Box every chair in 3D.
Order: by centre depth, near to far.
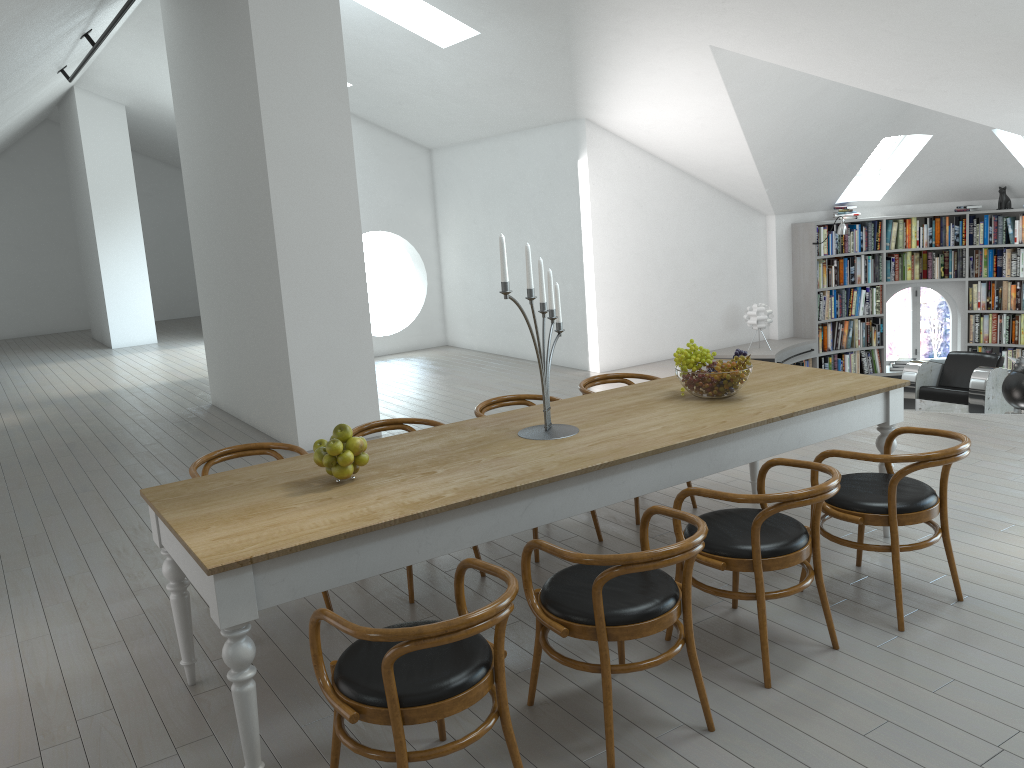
[{"bbox_3d":[-0.250,0.916,2.583,0.529,0.731,0.623,-11,12,-35],"label":"chair"},{"bbox_3d":[0.362,0.799,2.955,0.528,0.731,0.623,-10,11,-28],"label":"chair"},{"bbox_3d":[0.940,0.673,3.387,0.529,0.731,0.623,-11,12,-35],"label":"chair"},{"bbox_3d":[1.580,0.562,3.718,0.528,0.731,0.623,-10,12,-32],"label":"chair"},{"bbox_3d":[-1.149,0.692,4.063,0.528,0.731,0.623,-10,11,-29],"label":"chair"},{"bbox_3d":[-0.506,0.583,4.385,0.529,0.731,0.623,-12,12,-36],"label":"chair"},{"bbox_3d":[0.113,0.466,4.754,0.528,0.731,0.623,-10,12,-32],"label":"chair"},{"bbox_3d":[0.700,0.343,5.170,0.528,0.731,0.623,-10,11,-28],"label":"chair"},{"bbox_3d":[4.454,0.076,8.813,0.743,0.716,0.825,-12,13,-37],"label":"chair"}]

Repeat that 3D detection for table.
[{"bbox_3d":[0.282,0.584,3.907,3.357,0.795,1.021,-11,12,-32],"label":"table"}]

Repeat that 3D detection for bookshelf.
[{"bbox_3d":[5.429,-0.886,9.415,2.113,1.871,4.344,-11,12,-31],"label":"bookshelf"}]

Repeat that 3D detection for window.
[{"bbox_3d":[5.304,-2.621,9.128,1.937,0.710,4.066,-11,13,-31],"label":"window"},{"bbox_3d":[5.895,-0.675,10.362,3.235,1.145,0.619,6,14,43],"label":"window"}]

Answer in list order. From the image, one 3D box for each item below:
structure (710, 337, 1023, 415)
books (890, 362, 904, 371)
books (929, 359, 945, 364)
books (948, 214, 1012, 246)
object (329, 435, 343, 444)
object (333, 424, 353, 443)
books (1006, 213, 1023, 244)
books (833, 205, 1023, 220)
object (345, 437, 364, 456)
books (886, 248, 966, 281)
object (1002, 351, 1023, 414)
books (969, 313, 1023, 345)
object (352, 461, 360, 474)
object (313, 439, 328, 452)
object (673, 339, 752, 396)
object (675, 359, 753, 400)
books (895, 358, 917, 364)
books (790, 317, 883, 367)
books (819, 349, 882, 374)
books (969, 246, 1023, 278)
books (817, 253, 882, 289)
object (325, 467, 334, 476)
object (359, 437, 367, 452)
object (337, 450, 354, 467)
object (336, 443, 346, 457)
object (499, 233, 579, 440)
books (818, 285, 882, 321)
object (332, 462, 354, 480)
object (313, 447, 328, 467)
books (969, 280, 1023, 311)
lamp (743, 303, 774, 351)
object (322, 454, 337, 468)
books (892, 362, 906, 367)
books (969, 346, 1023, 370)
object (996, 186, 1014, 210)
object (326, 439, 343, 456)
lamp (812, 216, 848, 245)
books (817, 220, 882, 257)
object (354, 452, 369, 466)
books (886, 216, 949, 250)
[{"bbox_3d":[4.328,0.090,8.816,4.708,0.690,4.734,-2,11,13],"label":"structure"},{"bbox_3d":[4.884,-0.219,10.990,0.365,0.042,0.390,1,12,24],"label":"books"},{"bbox_3d":[5.209,-0.231,10.797,0.292,0.099,0.319,-10,13,-30],"label":"books"},{"bbox_3d":[5.454,-1.803,10.378,0.683,0.344,0.266,3,12,34],"label":"books"},{"bbox_3d":[-0.660,0.217,3.332,0.053,0.057,0.058,-7,11,-17],"label":"object"},{"bbox_3d":[-0.628,0.183,3.286,0.072,0.074,0.072,-10,12,-31],"label":"object"},{"bbox_3d":[6.135,-1.702,9.550,0.394,0.365,1.571,-9,12,-26],"label":"books"},{"bbox_3d":[5.189,-2.060,10.177,2.815,0.173,0.751,2,12,28],"label":"books"},{"bbox_3d":[-0.579,0.230,3.274,0.066,0.071,0.073,1,11,27],"label":"object"},{"bbox_3d":[5.541,-1.382,10.194,2.531,0.369,0.593,5,14,38],"label":"books"},{"bbox_3d":[4.015,0.020,6.936,0.320,0.560,0.322,2,11,30],"label":"object"},{"bbox_3d":[5.852,-0.649,10.279,1.033,0.356,0.294,6,14,42],"label":"books"},{"bbox_3d":[-0.598,0.315,3.334,0.051,0.050,0.050,-10,12,-28],"label":"object"},{"bbox_3d":[-0.714,0.238,3.327,0.063,0.063,0.062,0,11,20],"label":"object"},{"bbox_3d":[0.951,-0.075,4.223,0.394,0.283,0.294,0,11,22],"label":"object"},{"bbox_3d":[0.957,-0.008,4.204,0.360,0.159,0.361,4,14,37],"label":"object"},{"bbox_3d":[4.880,-0.283,10.979,0.213,0.036,0.227,3,13,34],"label":"books"},{"bbox_3d":[3.768,-0.405,10.664,1.643,0.692,0.392,-8,11,-22],"label":"books"},{"bbox_3d":[4.078,-0.264,10.826,0.919,0.318,0.284,-7,10,-14],"label":"books"},{"bbox_3d":[5.814,-1.408,10.193,1.029,0.357,0.301,6,14,43],"label":"books"},{"bbox_3d":[3.962,-1.360,10.642,1.089,0.346,0.304,-7,11,-16],"label":"books"},{"bbox_3d":[-0.669,0.313,3.330,0.064,0.063,0.064,-8,11,-21],"label":"object"},{"bbox_3d":[-0.583,0.233,3.348,0.072,0.063,0.071,-12,13,-38],"label":"object"},{"bbox_3d":[-0.607,0.271,3.228,0.062,0.059,0.062,-10,12,-27],"label":"object"},{"bbox_3d":[-0.641,0.254,3.368,0.071,0.072,0.071,0,11,22],"label":"object"},{"bbox_3d":[0.088,-0.205,3.675,0.266,0.871,0.778,2,12,31],"label":"object"},{"bbox_3d":[3.977,-0.981,10.656,1.020,0.357,0.261,-7,10,-15],"label":"books"},{"bbox_3d":[-0.624,0.315,3.271,0.080,0.073,0.079,-2,11,13],"label":"object"},{"bbox_3d":[-0.695,0.270,3.276,0.076,0.076,0.077,1,11,24],"label":"object"},{"bbox_3d":[5.813,-1.029,10.224,0.999,0.350,0.298,5,14,41],"label":"books"},{"bbox_3d":[2.782,-0.645,9.988,0.306,0.522,0.306,-13,13,-43],"label":"lamp"},{"bbox_3d":[-0.664,0.279,3.231,0.053,0.053,0.051,-13,13,-40],"label":"object"},{"bbox_3d":[4.882,-0.252,10.984,0.269,0.031,0.287,3,13,34],"label":"books"},{"bbox_3d":[5.862,-0.294,10.347,1.020,0.305,0.289,6,14,42],"label":"books"},{"bbox_3d":[5.637,-2.125,10.123,0.202,0.263,0.147,-11,12,-35],"label":"object"},{"bbox_3d":[-0.643,0.231,3.214,0.062,0.059,0.062,-10,12,-31],"label":"object"},{"bbox_3d":[3.644,-1.758,10.135,0.117,0.310,0.415,-11,12,-35],"label":"lamp"},{"bbox_3d":[3.922,-1.736,10.562,1.033,0.359,0.301,-7,11,-16],"label":"books"},{"bbox_3d":[-0.562,0.279,3.303,0.060,0.055,0.060,-12,13,-37],"label":"object"},{"bbox_3d":[4.813,-1.814,10.612,0.792,0.371,0.270,-2,10,11],"label":"books"}]
